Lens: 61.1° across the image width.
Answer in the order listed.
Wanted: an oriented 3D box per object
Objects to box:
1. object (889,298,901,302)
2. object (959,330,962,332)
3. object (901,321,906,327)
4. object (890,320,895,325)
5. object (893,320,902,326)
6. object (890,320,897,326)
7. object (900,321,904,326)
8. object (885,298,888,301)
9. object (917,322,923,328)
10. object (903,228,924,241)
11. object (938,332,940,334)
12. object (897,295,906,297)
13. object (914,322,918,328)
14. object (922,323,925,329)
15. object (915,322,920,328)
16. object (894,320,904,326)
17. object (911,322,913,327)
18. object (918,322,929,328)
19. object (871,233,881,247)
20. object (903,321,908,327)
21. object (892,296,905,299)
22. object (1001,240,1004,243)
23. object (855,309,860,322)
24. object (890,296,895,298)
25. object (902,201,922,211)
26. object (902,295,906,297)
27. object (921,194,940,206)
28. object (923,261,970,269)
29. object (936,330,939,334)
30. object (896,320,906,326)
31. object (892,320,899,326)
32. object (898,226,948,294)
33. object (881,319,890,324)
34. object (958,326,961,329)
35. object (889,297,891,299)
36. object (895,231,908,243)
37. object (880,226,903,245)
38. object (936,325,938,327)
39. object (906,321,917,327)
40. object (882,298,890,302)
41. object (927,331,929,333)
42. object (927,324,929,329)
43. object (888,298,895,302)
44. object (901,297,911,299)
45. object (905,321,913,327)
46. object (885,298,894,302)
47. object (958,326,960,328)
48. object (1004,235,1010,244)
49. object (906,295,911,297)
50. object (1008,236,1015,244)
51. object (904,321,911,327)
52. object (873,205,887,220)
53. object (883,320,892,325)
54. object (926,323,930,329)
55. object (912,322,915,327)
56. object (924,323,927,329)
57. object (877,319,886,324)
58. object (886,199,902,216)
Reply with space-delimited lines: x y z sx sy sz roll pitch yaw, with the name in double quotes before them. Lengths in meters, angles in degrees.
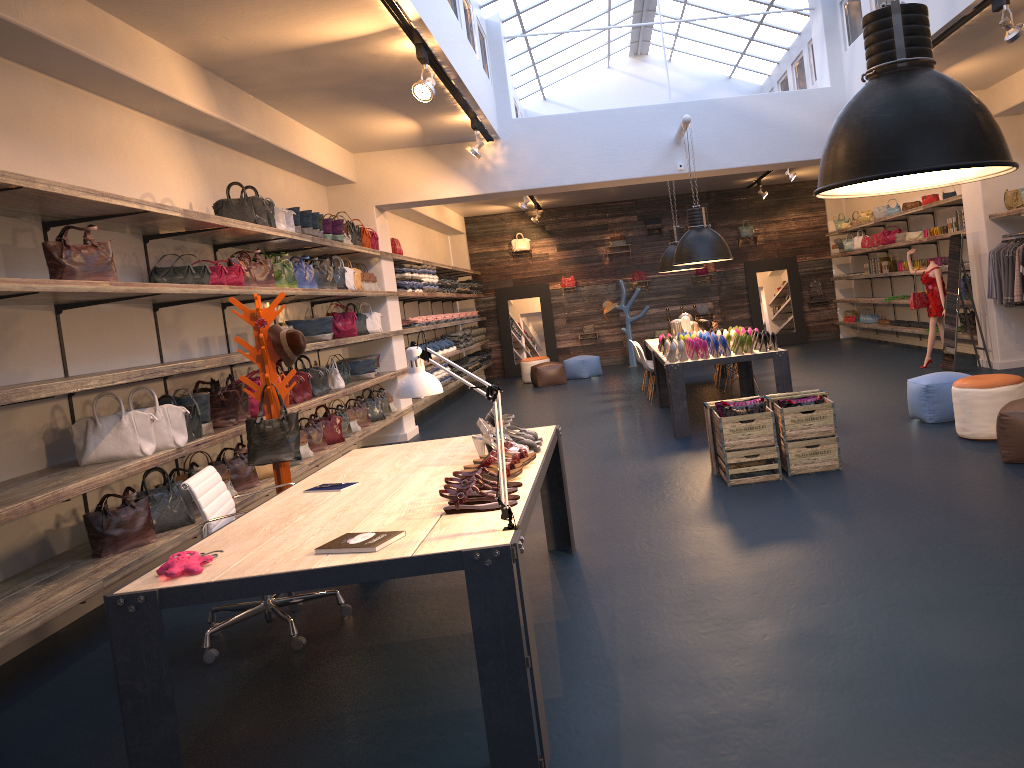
"object" 6.660 -1.465 15.111 0.239 0.058 0.082 -7 4 -7
"object" 6.638 -0.779 12.793 0.239 0.058 0.082 -7 4 -7
"object" 6.908 -1.057 15.210 0.187 0.087 0.065 -7 3 -1
"object" 6.974 -1.119 15.835 0.187 0.087 0.065 -7 3 -1
"object" 6.952 -1.098 15.627 0.187 0.087 0.065 -7 3 -1
"object" 6.968 -1.112 15.767 0.187 0.087 0.065 -7 3 -1
"object" 6.914 -1.064 15.277 0.187 0.087 0.065 -7 3 -1
"object" 6.702 -1.494 15.384 0.239 0.058 0.082 -7 4 -7
"object" 6.827 -0.984 14.464 0.171 0.087 0.071 -3 5 38
"object" 6.526 -2.420 14.122 0.333 0.174 0.251 -2 6 44
"object" 6.512 -0.787 13.057 0.239 0.058 0.082 -7 4 -7
"object" 6.929 -1.554 15.468 0.217 0.053 0.092 -3 5 33
"object" 6.843 -0.998 14.602 0.172 0.087 0.071 -4 4 33
"object" 6.797 -0.956 14.180 0.178 0.087 0.069 -5 3 16
"object" 6.835 -0.991 14.531 0.172 0.087 0.071 -4 4 33
"object" 6.945 -1.092 15.560 0.187 0.087 0.065 -7 3 -1
"object" 6.858 -1.011 14.739 0.174 0.087 0.070 -4 4 26
"object" 6.820 -0.977 14.397 0.170 0.087 0.072 -2 5 43
"object" 6.622 -2.624 15.757 0.144 0.249 0.298 -8 4 -23
"object" 6.900 -1.050 15.140 0.187 0.087 0.065 -7 3 -1
"object" 6.753 -1.508 15.157 0.233 0.067 0.086 -6 4 5
"object" 6.173 -1.758 10.879 0.434 0.219 0.010 -7 2 -3
"object" 7.188 -1.421 17.967 0.186 0.279 0.063 -5 3 32
"object" 6.737 -1.515 15.252 0.232 0.064 0.086 -6 4 5
"object" 6.454 -2.867 13.951 0.349 0.141 0.417 -5 5 14
"object" 6.906 -1.533 15.261 0.252 0.073 0.079 -9 4 -24
"object" 6.324 -2.787 13.122 0.255 0.149 0.123 -3 5 37
"object" 6.526 -1.760 12.810 0.479 0.060 1.531 -6 5 6
"object" 6.515 -0.796 13.150 0.239 0.058 0.082 -7 4 -7
"object" 6.938 -1.085 15.490 0.187 0.087 0.065 -7 3 -1
"object" 6.960 -1.105 15.698 0.187 0.087 0.065 -7 3 -1
"object" 6.706 -1.913 14.112 0.452 1.133 2.708 -6 4 7
"object" 7.055 -1.172 16.359 0.218 0.082 0.229 -7 5 -8
"object" 6.715 -0.830 12.934 0.252 0.073 0.079 -9 4 -24
"object" 6.773 -1.525 15.339 0.233 0.068 0.085 -6 4 5
"object" 6.587 -2.475 14.659 0.113 0.175 0.247 -9 5 -34
"object" 6.640 -2.607 15.199 0.354 0.337 0.293 -7 3 -10
"object" 6.760 -0.922 13.837 0.173 0.087 0.071 -4 4 29
"object" 6.878 -1.030 14.932 0.187 0.087 0.065 -7 3 -1
"object" 6.705 -1.502 15.477 0.239 0.058 0.082 -7 4 -7
"object" 6.560 -0.831 13.500 0.239 0.058 0.082 -7 4 -7
"object" 6.774 -0.936 13.973 0.175 0.087 0.070 -5 4 23
"object" 6.683 -1.476 15.203 0.239 0.058 0.082 -7 4 -7
"object" 6.829 -1.485 15.121 0.239 0.058 0.082 -7 4 -7
"object" 6.885 -1.037 15.002 0.187 0.087 0.065 -7 3 -1
"object" 6.679 -1.483 15.292 0.239 0.058 0.082 -7 4 -7
"object" 6.751 -0.837 13.021 0.246 0.075 0.079 -8 4 -16
"object" 6.166 -1.752 10.812 0.434 0.219 0.010 -7 2 -3
"object" 6.923 -1.528 15.166 0.252 0.067 0.079 -8 4 -23
"object" 6.156 -1.742 10.691 0.434 0.219 0.010 -7 2 -3
"object" 6.892 -1.043 15.069 0.187 0.087 0.065 -7 3 -1
"object" 6.590 -3.063 15.513 0.086 0.229 0.252 -9 4 -44
"object" 6.987 -1.142 16.098 0.218 0.082 0.229 -7 5 -8
"object" 6.782 -0.943 14.043 0.175 0.087 0.070 -5 4 23
"object" 6.850 -1.004 14.671 0.173 0.087 0.071 -4 4 30
"object" 6.789 -0.950 14.113 0.179 0.087 0.069 -5 3 14
"object" 7.100 -1.200 16.621 0.204 0.082 0.245 -5 5 14
"object" 6.521 -3.026 14.847 0.253 0.282 0.104 -4 4 37
